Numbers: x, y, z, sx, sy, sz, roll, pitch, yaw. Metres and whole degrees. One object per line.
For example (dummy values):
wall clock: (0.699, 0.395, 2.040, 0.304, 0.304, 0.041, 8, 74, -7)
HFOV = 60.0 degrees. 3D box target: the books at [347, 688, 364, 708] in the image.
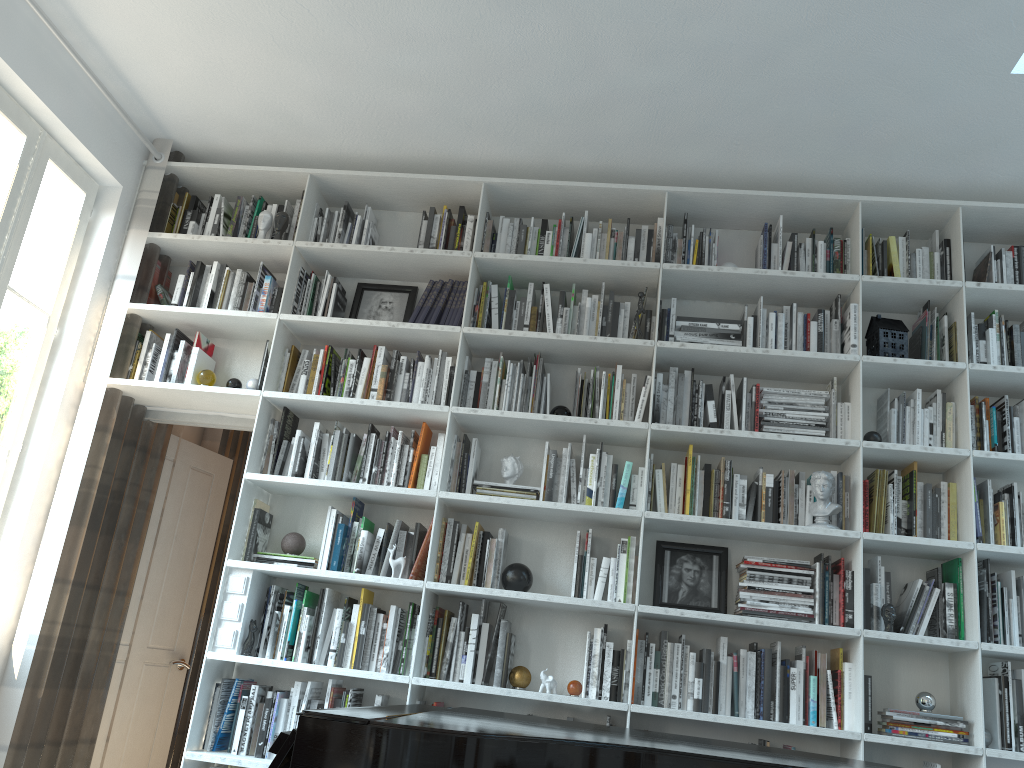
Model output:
books: (-0.651, 1.388, 3.586, 0.013, 0.300, 0.173, 5, -18, 7)

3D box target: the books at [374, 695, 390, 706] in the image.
books: (-0.544, 1.407, 3.581, 0.025, 0.287, 0.131, 5, -18, 7)

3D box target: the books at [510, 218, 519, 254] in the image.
books: (0.018, -0.633, 4.204, 0.023, 0.250, 0.171, 5, -18, 7)

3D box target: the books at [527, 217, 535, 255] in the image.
books: (0.090, -0.634, 4.195, 0.010, 0.263, 0.161, 5, -18, 7)

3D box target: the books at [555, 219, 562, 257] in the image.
books: (0.219, -0.618, 4.174, 0.013, 0.250, 0.184, 5, -18, 7)

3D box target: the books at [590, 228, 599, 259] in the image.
books: (0.385, -0.594, 4.160, 0.026, 0.235, 0.135, 5, -18, 7)

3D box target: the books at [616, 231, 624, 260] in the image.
books: (0.497, -0.577, 4.114, 0.026, 0.199, 0.188, 5, -18, 7)

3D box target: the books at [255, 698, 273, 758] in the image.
books: (-0.976, 1.395, 3.604, 0.028, 0.222, 0.189, 5, -18, 7)

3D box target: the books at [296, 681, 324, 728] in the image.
books: (-0.836, 1.368, 3.603, 0.039, 0.306, 0.173, 5, -18, 7)

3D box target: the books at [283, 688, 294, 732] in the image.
books: (-0.899, 1.387, 3.630, 0.013, 0.272, 0.146, 5, -18, 7)

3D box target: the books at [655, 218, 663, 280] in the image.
books: (0.676, -0.600, 4.117, 0.026, 0.287, 0.176, 5, -18, 7)

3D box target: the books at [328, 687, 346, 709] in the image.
books: (-0.727, 1.384, 3.591, 0.012, 0.294, 0.177, 5, -18, 7)

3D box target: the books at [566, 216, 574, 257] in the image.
books: (0.271, -0.626, 4.170, 0.013, 0.275, 0.165, 5, -18, 7)

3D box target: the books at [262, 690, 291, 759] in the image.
books: (-0.953, 1.382, 3.608, 0.013, 0.256, 0.190, 5, -18, 7)

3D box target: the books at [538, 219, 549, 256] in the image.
books: (0.147, -0.625, 4.204, 0.028, 0.267, 0.152, 5, -18, 7)

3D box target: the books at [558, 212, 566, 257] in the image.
books: (0.233, -0.639, 4.181, 0.010, 0.298, 0.151, 5, -18, 7)

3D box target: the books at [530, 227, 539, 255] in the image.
books: (0.108, -0.610, 4.213, 0.025, 0.234, 0.130, 5, -18, 7)

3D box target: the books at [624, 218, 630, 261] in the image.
books: (0.533, -0.609, 4.140, 0.013, 0.284, 0.160, 5, -18, 7)

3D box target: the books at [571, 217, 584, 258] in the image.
books: (0.303, -0.623, 4.163, 0.052, 0.272, 0.173, 5, -18, 7)

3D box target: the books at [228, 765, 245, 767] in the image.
books: (-1.127, 1.676, 3.543, 0.011, 0.317, 0.158, 5, -18, 7)

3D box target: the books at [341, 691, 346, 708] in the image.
books: (-0.685, 1.399, 3.604, 0.013, 0.283, 0.139, 5, -18, 7)

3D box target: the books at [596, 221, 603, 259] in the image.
books: (0.407, -0.608, 4.163, 0.014, 0.268, 0.157, 5, -18, 7)

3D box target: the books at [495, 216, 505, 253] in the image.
books: (-0.055, -0.645, 4.238, 0.021, 0.278, 0.141, 5, -18, 7)

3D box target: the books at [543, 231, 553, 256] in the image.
books: (0.171, -0.595, 4.182, 0.030, 0.200, 0.152, 5, -18, 7)

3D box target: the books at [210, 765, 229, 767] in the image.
books: (-1.181, 1.682, 3.542, 0.044, 0.292, 0.182, 5, -18, 7)

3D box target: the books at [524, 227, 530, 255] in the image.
books: (0.074, -0.608, 4.186, 0.014, 0.206, 0.167, 5, -18, 7)

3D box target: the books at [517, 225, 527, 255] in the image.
books: (0.052, -0.615, 4.177, 0.029, 0.207, 0.179, 5, -18, 7)

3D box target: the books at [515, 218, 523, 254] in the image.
books: (0.035, -0.632, 4.197, 0.012, 0.249, 0.174, 5, -18, 7)

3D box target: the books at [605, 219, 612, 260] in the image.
books: (0.447, -0.609, 4.140, 0.014, 0.265, 0.192, 5, -18, 7)

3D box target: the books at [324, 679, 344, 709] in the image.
books: (-0.739, 1.366, 3.590, 0.014, 0.324, 0.171, 5, -18, 7)

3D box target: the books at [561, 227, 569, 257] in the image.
books: (0.250, -0.604, 4.180, 0.029, 0.235, 0.130, 5, -18, 7)

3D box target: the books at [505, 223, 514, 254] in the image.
books: (-0.007, -0.621, 4.199, 0.023, 0.219, 0.182, 5, -18, 7)

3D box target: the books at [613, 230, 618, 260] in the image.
books: (0.478, -0.580, 4.121, 0.013, 0.206, 0.178, 5, -18, 7)

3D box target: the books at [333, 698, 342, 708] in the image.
books: (-0.708, 1.410, 3.600, 0.029, 0.253, 0.153, 5, -18, 7)

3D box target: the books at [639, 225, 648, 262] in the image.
books: (0.609, -0.587, 4.138, 0.029, 0.260, 0.152, 5, -18, 7)

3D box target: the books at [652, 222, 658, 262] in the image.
books: (0.655, -0.590, 4.121, 0.014, 0.266, 0.172, 5, -18, 7)

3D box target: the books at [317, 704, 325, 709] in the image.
books: (-0.776, 1.418, 3.599, 0.028, 0.224, 0.134, 5, -18, 7)

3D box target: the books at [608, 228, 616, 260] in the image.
books: (0.464, -0.588, 4.138, 0.021, 0.228, 0.161, 5, -18, 7)

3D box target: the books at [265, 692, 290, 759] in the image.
books: (-0.943, 1.383, 3.602, 0.010, 0.251, 0.178, 5, -18, 7)

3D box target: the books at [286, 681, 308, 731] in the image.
books: (-0.879, 1.374, 3.625, 0.027, 0.298, 0.143, 5, -18, 7)

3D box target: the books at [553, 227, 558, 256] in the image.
books: (0.205, -0.603, 4.169, 0.011, 0.215, 0.160, 5, -18, 7)

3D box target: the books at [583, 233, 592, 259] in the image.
books: (0.353, -0.578, 4.148, 0.031, 0.189, 0.182, 5, -18, 7)

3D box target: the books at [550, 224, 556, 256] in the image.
books: (0.194, -0.610, 4.181, 0.013, 0.233, 0.155, 5, -18, 7)

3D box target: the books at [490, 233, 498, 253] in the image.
books: (-0.084, -0.605, 4.217, 0.024, 0.182, 0.134, 5, -18, 7)

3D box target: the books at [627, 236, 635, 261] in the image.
books: (0.548, -0.561, 4.117, 0.031, 0.184, 0.177, 5, -18, 7)

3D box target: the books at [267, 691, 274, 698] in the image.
books: (-0.995, 1.393, 3.642, 0.022, 0.247, 0.134, 5, -18, 7)

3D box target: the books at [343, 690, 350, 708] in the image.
books: (-0.668, 1.393, 3.591, 0.022, 0.289, 0.138, 5, -18, 7)

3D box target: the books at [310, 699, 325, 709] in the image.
books: (-0.804, 1.410, 3.609, 0.031, 0.238, 0.132, 5, -18, 7)

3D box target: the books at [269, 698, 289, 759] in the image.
books: (-0.924, 1.400, 3.608, 0.028, 0.228, 0.158, 5, -18, 7)

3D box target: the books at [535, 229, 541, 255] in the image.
books: (0.124, -0.602, 4.200, 0.012, 0.215, 0.150, 5, -18, 7)

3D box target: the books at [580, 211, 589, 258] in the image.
books: (0.339, -0.636, 4.178, 0.014, 0.314, 0.166, 5, -18, 7)

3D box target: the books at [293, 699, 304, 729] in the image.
books: (-0.863, 1.408, 3.614, 0.012, 0.232, 0.149, 5, -18, 7)

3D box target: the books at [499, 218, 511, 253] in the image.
books: (-0.032, -0.638, 4.212, 0.031, 0.254, 0.146, 5, -18, 7)

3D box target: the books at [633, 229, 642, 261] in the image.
books: (0.580, -0.581, 4.130, 0.026, 0.236, 0.149, 5, -18, 7)

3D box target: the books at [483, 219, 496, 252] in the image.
books: (-0.108, -0.638, 4.214, 0.029, 0.236, 0.157, 5, -18, 7)

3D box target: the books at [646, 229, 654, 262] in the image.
books: (0.633, -0.575, 4.109, 0.026, 0.224, 0.173, 5, -18, 7)

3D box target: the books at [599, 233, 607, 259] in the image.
books: (0.426, -0.577, 4.160, 0.029, 0.213, 0.142, 5, -18, 7)
